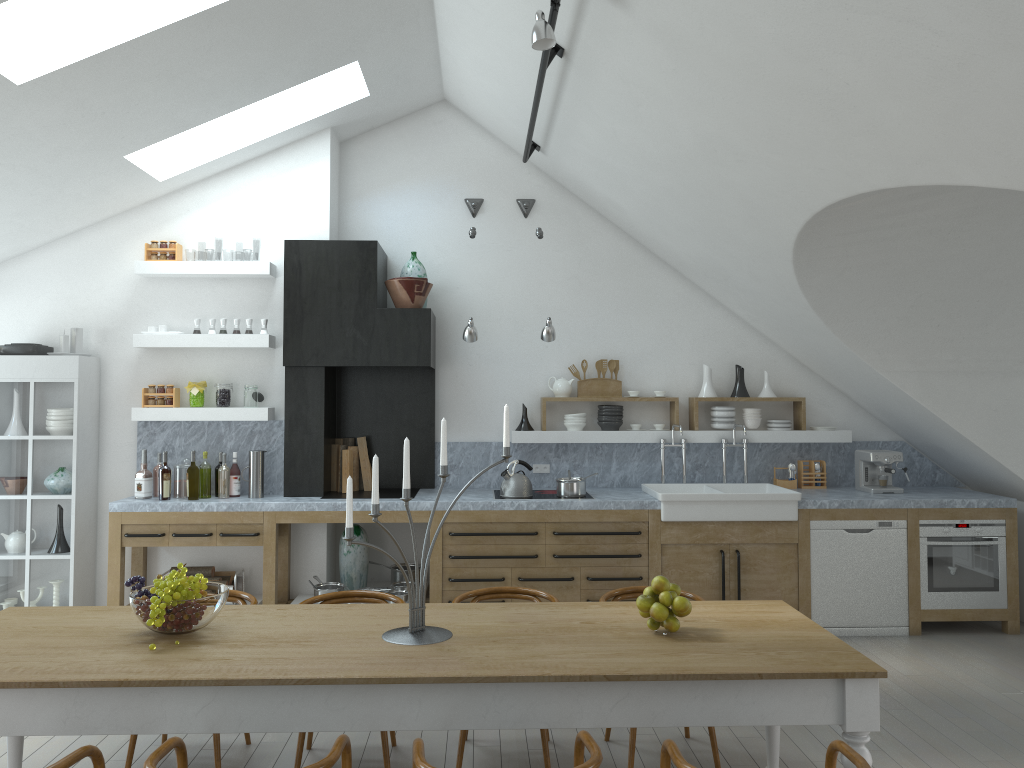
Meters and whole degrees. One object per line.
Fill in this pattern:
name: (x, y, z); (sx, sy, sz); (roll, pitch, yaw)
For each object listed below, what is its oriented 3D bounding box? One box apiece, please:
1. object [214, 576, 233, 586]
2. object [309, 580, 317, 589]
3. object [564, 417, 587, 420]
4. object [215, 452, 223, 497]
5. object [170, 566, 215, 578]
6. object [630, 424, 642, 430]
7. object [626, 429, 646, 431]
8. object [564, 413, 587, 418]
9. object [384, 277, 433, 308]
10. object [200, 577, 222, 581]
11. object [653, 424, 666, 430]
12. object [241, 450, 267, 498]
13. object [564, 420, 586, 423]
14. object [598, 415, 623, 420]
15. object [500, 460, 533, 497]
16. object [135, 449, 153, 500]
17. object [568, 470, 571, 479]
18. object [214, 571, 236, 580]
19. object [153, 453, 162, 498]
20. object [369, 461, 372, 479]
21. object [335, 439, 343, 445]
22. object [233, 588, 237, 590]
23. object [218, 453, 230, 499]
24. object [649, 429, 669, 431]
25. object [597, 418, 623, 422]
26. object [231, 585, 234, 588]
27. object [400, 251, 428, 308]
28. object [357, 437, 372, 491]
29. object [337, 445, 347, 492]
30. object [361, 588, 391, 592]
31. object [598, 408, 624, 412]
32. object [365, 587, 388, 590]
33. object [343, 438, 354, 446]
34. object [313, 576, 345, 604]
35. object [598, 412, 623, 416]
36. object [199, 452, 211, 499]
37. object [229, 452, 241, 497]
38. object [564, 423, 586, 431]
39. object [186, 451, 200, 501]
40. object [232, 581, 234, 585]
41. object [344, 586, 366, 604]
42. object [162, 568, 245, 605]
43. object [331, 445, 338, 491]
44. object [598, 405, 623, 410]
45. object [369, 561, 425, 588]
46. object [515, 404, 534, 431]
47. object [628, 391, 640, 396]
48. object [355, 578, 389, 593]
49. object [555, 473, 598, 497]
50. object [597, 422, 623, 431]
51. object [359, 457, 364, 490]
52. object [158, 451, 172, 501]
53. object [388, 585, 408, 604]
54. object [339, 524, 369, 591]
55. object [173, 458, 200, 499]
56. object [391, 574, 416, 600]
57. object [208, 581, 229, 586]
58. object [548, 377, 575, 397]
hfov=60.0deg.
object: (-2.257, 1.436, 6.420); (0.435, 0.079, 0.114); (0, -1, -5)
object: (-1.352, 1.471, 6.304); (0.190, 0.152, 0.051); (0, -2, -2)
object: (0.507, 0.297, 7.109); (0.181, 0.069, 0.181); (0, -1, 15)
object: (-2.144, 0.666, 6.526); (0.085, 0.331, 0.085); (0, -2, 6)
object: (-2.299, 1.365, 6.377); (0.292, 0.102, 0.104); (0, -2, -5)
object: (0.998, 0.349, 7.147); (0.098, 0.049, 0.098); (0, -1, -5)
object: (0.998, 0.373, 7.146); (0.164, 0.012, 0.163); (0, -1, 15)
object: (0.509, 0.268, 7.110); (0.180, 0.076, 0.181); (-1, -1, 35)
object: (-0.785, -0.669, 6.696); (0.348, 0.237, 0.366); (0, -1, 15)
object: (-2.261, 1.422, 6.319); (0.362, 0.087, 0.101); (0, -2, -5)
object: (1.190, 0.349, 7.154); (0.098, 0.049, 0.098); (0, -1, -5)
object: (-1.877, 0.657, 6.460); (0.164, 0.340, 0.114); (0, -2, 1)
object: (0.505, 0.320, 7.108); (0.181, 0.065, 0.181); (-1, -1, 35)
object: (0.791, 0.285, 7.114); (0.205, 0.086, 0.205); (-1, -1, 40)
object: (0.033, 0.696, 6.580); (0.246, 0.268, 0.246); (0, -2, 8)
object: (-2.653, 0.651, 6.388); (0.088, 0.360, 0.085); (-1, -3, 19)
object: (0.431, 0.735, 6.631); (0.051, 0.167, 0.235); (0, -1, -7)
object: (-2.244, 1.413, 6.499); (0.422, 0.073, 0.071); (0, -2, -5)
object: (-2.578, 0.667, 6.480); (0.085, 0.331, 0.085); (0, -2, 6)
object: (-1.120, 0.713, 6.991); (0.113, 0.252, 0.057); (0, -2, 1)
object: (-1.366, 0.644, 7.010); (0.068, 0.426, 0.088); (-1, -3, 12)
object: (-2.229, 1.508, 6.352); (0.479, 0.084, 0.093); (0, -2, -5)
object: (-2.083, 0.666, 6.414); (0.085, 0.331, 0.085); (0, -2, 6)
object: (1.190, 0.373, 7.153); (0.164, 0.012, 0.163); (0, -1, 15)
object: (0.788, 0.312, 7.119); (0.205, 0.086, 0.205); (-1, -1, 35)
object: (-2.254, 1.508, 6.435); (0.455, 0.089, 0.090); (0, -2, -5)
object: (-0.780, -0.798, 7.030); (0.230, 0.504, 0.230); (-2, -3, 39)
object: (-1.138, 0.624, 6.915); (0.148, 0.428, 0.078); (-2, -3, 33)
object: (-1.313, 0.653, 6.834); (0.068, 0.367, 0.131); (-1, -2, 12)
object: (-1.005, 1.516, 6.475); (0.247, 0.045, 0.041); (0, -2, -3)
object: (0.794, 0.238, 7.125); (0.205, 0.084, 0.205); (-1, -1, 25)
object: (-1.000, 1.521, 6.549); (0.170, 0.035, 0.061); (0, -1, -2)
object: (-1.294, 0.656, 7.003); (0.089, 0.459, 0.110); (0, -2, -2)
object: (-1.325, 1.500, 6.410); (0.223, 0.164, 0.378); (0, -1, -13)
object: (0.791, 0.263, 7.121); (0.205, 0.072, 0.205); (0, -1, -15)
object: (-2.227, 0.661, 6.429); (0.092, 0.339, 0.092); (-1, -3, 16)
object: (-2.037, 0.666, 6.515); (0.081, 0.330, 0.081); (-1, -3, 25)
object: (0.505, 0.343, 7.107); (0.181, 0.064, 0.181); (0, -1, 20)
object: (-2.273, 0.655, 6.319); (0.092, 0.359, 0.092); (-2, -3, 42)
object: (-2.255, 1.502, 6.522); (0.437, 0.092, 0.091); (0, -2, -5)
object: (-1.112, 1.519, 6.309); (0.153, 0.113, 0.260); (0, -1, -13)
object: (-2.219, 1.459, 6.365); (0.527, 0.232, 0.428); (0, -1, -5)
object: (-1.371, 0.647, 6.846); (0.057, 0.359, 0.074); (-1, -3, 12)
object: (0.792, 0.210, 7.129); (0.205, 0.080, 0.205); (0, -1, 0)
object: (-0.895, 1.491, 6.965); (0.455, 0.197, 0.268); (-1, -2, 32)
object: (0.103, 0.264, 7.115); (0.156, 0.219, 0.156); (1, -2, -21)
object: (0.983, 0.081, 7.158); (0.098, 0.049, 0.098); (0, -1, -5)
object: (-1.081, 1.522, 6.575); (0.263, 0.052, 0.508); (0, -1, -26)
object: (0.512, 0.761, 6.600); (0.394, 0.170, 0.232); (0, -2, -22)
object: (0.788, 0.339, 7.117); (0.205, 0.072, 0.205); (0, -1, -15)
object: (-1.202, 0.704, 7.007); (0.105, 0.296, 0.110); (1, -3, -27)
object: (-2.471, 0.658, 6.309); (0.092, 0.359, 0.093); (-2, -3, 32)
object: (-0.811, 1.520, 6.341); (0.153, 0.113, 0.260); (0, -1, -3)
object: (-1.211, 1.331, 6.801); (0.230, 0.499, 0.230); (-2, -3, 39)
object: (-2.384, 0.685, 6.490); (0.184, 0.286, 0.183); (-1, -2, 22)
object: (-0.772, 1.515, 6.581); (0.182, 0.134, 0.308); (-1, -1, 22)
object: (-2.230, 1.437, 6.242); (0.437, 0.093, 0.092); (0, -2, -5)
object: (0.398, 0.024, 7.146); (0.168, 0.169, 0.174); (1, -2, -19)
